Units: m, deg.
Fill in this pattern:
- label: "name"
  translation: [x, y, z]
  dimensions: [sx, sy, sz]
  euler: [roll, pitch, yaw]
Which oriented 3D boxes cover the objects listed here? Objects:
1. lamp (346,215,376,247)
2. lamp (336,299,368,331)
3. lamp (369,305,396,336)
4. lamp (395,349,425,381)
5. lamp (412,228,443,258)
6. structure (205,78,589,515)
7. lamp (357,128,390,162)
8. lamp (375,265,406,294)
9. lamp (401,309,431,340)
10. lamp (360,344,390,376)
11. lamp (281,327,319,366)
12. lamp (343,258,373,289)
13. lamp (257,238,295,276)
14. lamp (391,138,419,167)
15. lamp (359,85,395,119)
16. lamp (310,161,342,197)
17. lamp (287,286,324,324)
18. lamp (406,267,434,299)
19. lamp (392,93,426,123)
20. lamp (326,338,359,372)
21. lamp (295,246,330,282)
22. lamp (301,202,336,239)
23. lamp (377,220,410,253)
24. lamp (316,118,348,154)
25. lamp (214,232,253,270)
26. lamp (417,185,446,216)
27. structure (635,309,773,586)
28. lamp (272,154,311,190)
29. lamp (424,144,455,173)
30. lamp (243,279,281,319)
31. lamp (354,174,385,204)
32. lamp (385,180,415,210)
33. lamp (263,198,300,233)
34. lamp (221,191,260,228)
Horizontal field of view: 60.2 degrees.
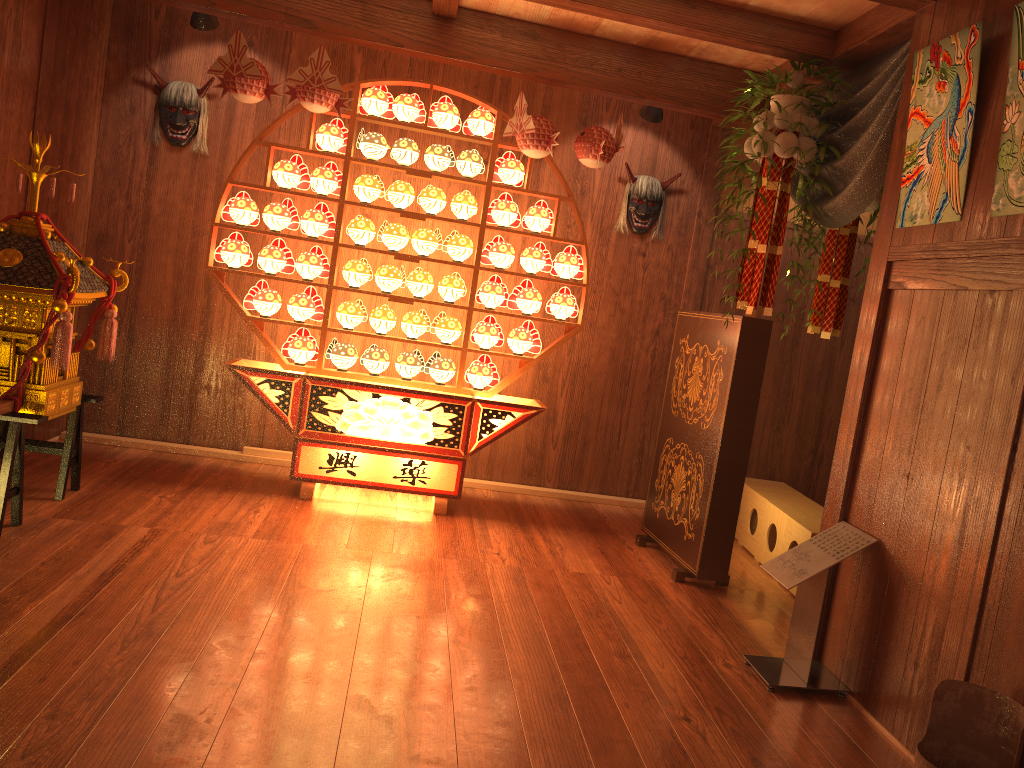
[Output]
- label: "lamp"
  translation: [-0.778, -0.798, 4.601]
  dimensions: [0.143, 0.167, 0.152]
  euler: [6, 6, -28]
- label: "lamp"
  translation: [-0.856, -0.366, 4.642]
  dimensions: [0.136, 0.167, 0.160]
  euler: [11, 5, 22]
- label: "lamp"
  translation: [-0.683, -0.338, 4.671]
  dimensions: [0.141, 0.161, 0.155]
  euler: [8, 5, -8]
- label: "lamp"
  translation: [-0.558, -0.103, 4.722]
  dimensions: [0.136, 0.167, 0.160]
  euler: [11, 5, 22]
- label: "lamp"
  translation: [-0.467, -0.755, 4.674]
  dimensions: [0.162, 0.167, 0.134]
  euler: [4, 7, -43]
- label: "structure"
  translation: [-0.581, -0.477, 4.676]
  dimensions: [1.985, 2.193, 0.484]
  euler: [8, 5, -10]
- label: "lamp"
  translation: [-0.707, -1.232, 4.580]
  dimensions: [0.156, 0.167, 0.140]
  euler: [9, 5, 6]
- label: "lamp"
  translation: [-0.659, -0.557, 4.659]
  dimensions: [0.162, 0.161, 0.135]
  euler: [6, 6, -33]
- label: "lamp"
  translation: [-0.524, -0.319, 4.704]
  dimensions: [0.136, 0.167, 0.160]
  euler: [11, 5, 22]
- label: "lamp"
  translation: [-0.717, -0.123, 4.691]
  dimensions: [0.143, 0.161, 0.152]
  euler: [6, 6, -28]
- label: "lamp"
  translation: [-1.096, -0.195, 4.620]
  dimensions: [0.199, 0.197, 0.154]
  euler: [7, 5, -19]
- label: "lamp"
  translation: [-0.817, -0.582, 4.622]
  dimensions: [0.137, 0.167, 0.159]
  euler: [10, 5, 12]
- label: "lamp"
  translation: [-1.233, -0.658, 4.542]
  dimensions: [0.200, 0.200, 0.157]
  euler: [9, 5, 1]
- label: "lamp"
  translation: [-0.552, -1.206, 4.597]
  dimensions: [0.142, 0.161, 0.154]
  euler: [7, 5, -18]
- label: "lamp"
  translation: [-0.703, -1.468, 4.542]
  dimensions: [0.200, 0.200, 0.157]
  euler: [9, 5, 1]
- label: "lamp"
  translation: [-0.967, -1.060, 4.543]
  dimensions: [0.188, 0.195, 0.158]
  euler: [9, 5, 6]
- label: "lamp"
  translation: [-1.097, -0.416, 4.591]
  dimensions: [0.197, 0.200, 0.160]
  euler: [10, 5, 16]
- label: "lamp"
  translation: [-0.482, -0.534, 4.684]
  dimensions: [0.143, 0.167, 0.153]
  euler: [7, 6, -23]
- label: "lamp"
  translation: [-0.554, -1.437, 4.575]
  dimensions: [0.166, 0.179, 0.160]
  euler: [11, 5, 22]
- label: "lamp"
  translation: [-0.879, -0.149, 4.664]
  dimensions: [0.153, 0.167, 0.142]
  euler: [11, 5, 21]
- label: "lamp"
  translation: [-1.050, -0.628, 4.577]
  dimensions: [0.181, 0.192, 0.158]
  euler: [9, 5, 6]
- label: "lamp"
  translation: [-1.019, -0.849, 4.557]
  dimensions: [0.199, 0.200, 0.158]
  euler: [9, 5, 6]
- label: "lamp"
  translation: [-0.604, -0.771, 4.643]
  dimensions: [0.153, 0.161, 0.142]
  euler: [11, 5, 21]
- label: "lamp"
  translation: [-0.932, -1.279, 4.524]
  dimensions: [0.199, 0.200, 0.158]
  euler: [9, 5, 6]
- label: "lamp"
  translation: [-1.409, -0.680, 4.509]
  dimensions: [0.194, 0.195, 0.153]
  euler: [7, 6, -24]
- label: "lamp"
  translation: [-0.412, -0.968, 4.649]
  dimensions: [0.143, 0.167, 0.152]
  euler: [6, 6, -28]
- label: "structure"
  translation: [0.924, 0.277, 4.338]
  dimensions: [0.275, 1.249, 0.789]
  euler: [8, 5, -11]
- label: "lamp"
  translation: [-1.152, -1.090, 4.511]
  dimensions: [0.197, 0.200, 0.160]
  euler: [10, 5, 16]
- label: "lamp"
  translation: [-0.395, -1.187, 4.632]
  dimensions: [0.135, 0.167, 0.162]
  euler: [12, 6, 32]
- label: "lamp"
  translation: [-1.258, -0.437, 4.568]
  dimensions: [0.152, 0.193, 0.192]
  euler: [13, 7, 41]
- label: "lamp"
  translation: [-0.755, -1.017, 4.587]
  dimensions: [0.136, 0.167, 0.160]
  euler: [11, 5, 22]
- label: "lamp"
  translation: [-0.576, -0.988, 4.618]
  dimensions: [0.143, 0.161, 0.152]
  euler: [6, 6, -28]
- label: "lamp"
  translation: [-1.207, -0.871, 4.525]
  dimensions: [0.177, 0.191, 0.161]
  euler: [11, 5, 21]
- label: "lamp"
  translation: [-1.361, -0.891, 4.495]
  dimensions: [0.195, 0.187, 0.152]
  euler: [6, 6, -29]
